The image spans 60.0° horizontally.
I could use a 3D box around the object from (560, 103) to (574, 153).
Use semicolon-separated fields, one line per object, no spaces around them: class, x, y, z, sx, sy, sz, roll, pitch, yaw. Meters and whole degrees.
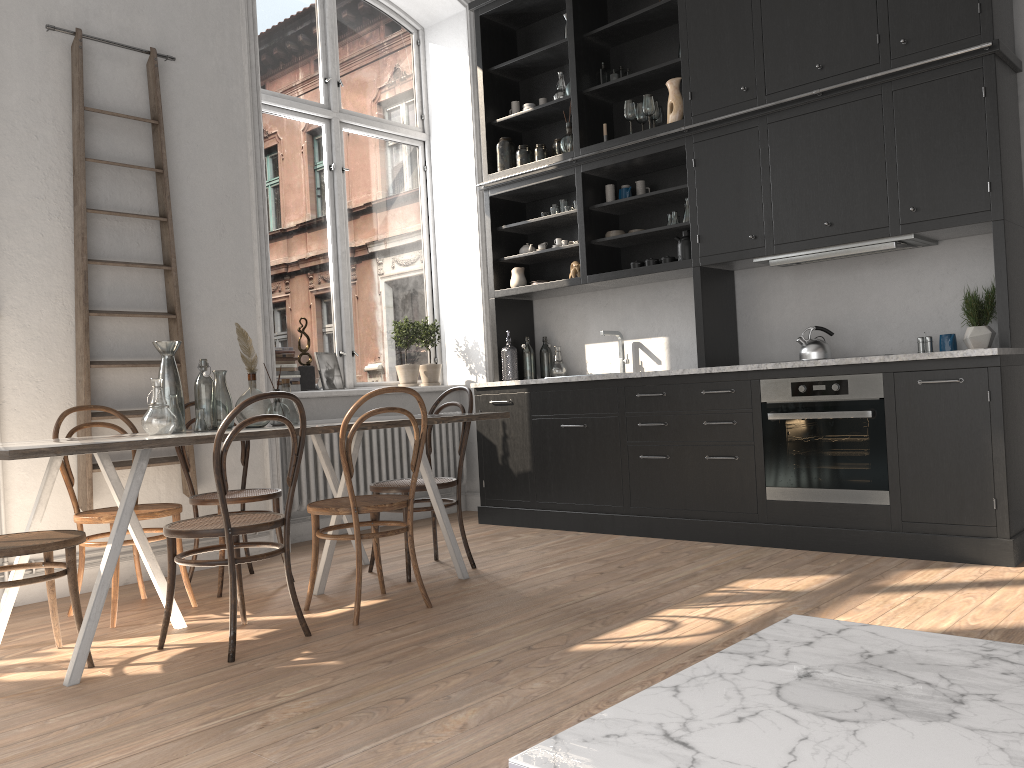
object;0.368;-1.653;5.716;0.134;0.357;0.134;-3;0;-3

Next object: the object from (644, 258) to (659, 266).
object;0.847;-0.732;5.355;0.104;0.059;0.088;-3;0;21

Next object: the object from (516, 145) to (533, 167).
object;0.084;-1.533;6.016;0.114;0.155;0.114;-3;0;-44

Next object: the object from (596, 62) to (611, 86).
object;0.587;-1.963;5.673;0.084;0.199;0.065;-3;0;-26

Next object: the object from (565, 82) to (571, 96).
object;0.402;-2.023;5.781;0.123;0.340;0.118;-3;0;-29

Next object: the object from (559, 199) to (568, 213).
object;0.346;-1.167;5.889;0.060;0.107;0.060;-3;0;-20

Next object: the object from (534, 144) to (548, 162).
object;0.196;-1.536;5.988;0.096;0.150;0.096;-3;0;31

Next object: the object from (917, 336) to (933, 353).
object;2.100;-0.207;4.508;0.040;0.116;0.080;-3;0;-43

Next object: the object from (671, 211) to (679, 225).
object;0.975;-0.984;5.306;0.058;0.094;0.058;-3;0;-9

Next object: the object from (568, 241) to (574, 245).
object;0.402;-0.925;5.887;0.049;0.041;0.056;-3;0;15

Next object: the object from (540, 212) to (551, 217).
object;0.228;-1.130;5.988;0.071;0.047;0.071;-3;0;-10

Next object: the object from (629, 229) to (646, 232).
object;0.799;-0.958;5.640;0.112;0.036;0.112;-3;-1;-5

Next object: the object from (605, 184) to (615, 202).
object;0.630;-1.199;5.669;0.059;0.135;0.082;-3;0;10

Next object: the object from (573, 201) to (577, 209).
object;0.431;-1.154;5.771;0.064;0.069;0.064;-3;0;35

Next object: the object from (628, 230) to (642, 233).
object;0.800;-0.950;5.640;0.124;0.036;0.123;-3;-1;30

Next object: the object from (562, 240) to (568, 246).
object;0.346;-0.924;5.881;0.049;0.054;0.039;-3;0;-22

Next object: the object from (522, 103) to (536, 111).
object;0.121;-1.881;6.134;0.096;0.095;0.096;-3;0;-14

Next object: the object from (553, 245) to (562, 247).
object;0.317;-0.915;5.935;0.085;0.016;0.085;-3;-1;-16

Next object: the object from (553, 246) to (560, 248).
object;0.317;-0.908;5.936;0.085;0.015;0.085;-3;-1;29

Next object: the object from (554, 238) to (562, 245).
object;0.311;-0.946;5.941;0.039;0.055;0.049;-3;0;-27

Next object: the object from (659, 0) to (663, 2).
object;0.956;-2.315;5.370;0.055;0.121;0.167;-3;0;-23

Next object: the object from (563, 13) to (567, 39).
object;0.377;-2.333;5.890;0.070;0.231;0.067;-3;0;39

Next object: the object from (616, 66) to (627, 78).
object;0.707;-1.957;5.714;0.065;0.177;0.084;-3;0;-26

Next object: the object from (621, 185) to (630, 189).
object;0.726;-1.205;5.695;0.082;0.135;0.059;-3;0;-20

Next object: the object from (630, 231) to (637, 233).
object;0.800;-0.942;5.640;0.132;0.038;0.132;-3;-1;0

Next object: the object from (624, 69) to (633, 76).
object;0.738;-1.932;5.610;0.044;0.121;0.058;-3;0;-21

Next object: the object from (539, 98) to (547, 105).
object;0.223;-1.906;6.137;0.059;0.135;0.082;-3;0;-25

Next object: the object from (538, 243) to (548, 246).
object;0.206;-0.942;6.046;0.055;0.047;0.058;-3;0;-33

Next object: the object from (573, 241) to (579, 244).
object;0.426;-0.931;5.877;0.048;0.041;0.058;-3;0;20

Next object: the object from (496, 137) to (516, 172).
object;-0.037;-1.567;6.097;0.118;0.238;0.118;-3;0;28

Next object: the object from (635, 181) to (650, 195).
object;0.825;-1.211;5.597;0.082;0.135;0.059;-3;0;25

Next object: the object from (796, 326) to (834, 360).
object;1.631;-0.221;4.782;0.171;0.186;0.171;-3;0;-37

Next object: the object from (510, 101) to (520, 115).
object;0.024;-1.895;6.189;0.059;0.135;0.082;-3;0;-20

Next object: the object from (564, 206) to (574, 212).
object;0.377;-1.140;5.825;0.071;0.047;0.071;-3;0;-10

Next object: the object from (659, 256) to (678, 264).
object;0.935;-0.737;5.303;0.104;0.059;0.088;-3;-1;-39

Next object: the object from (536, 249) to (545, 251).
object;0.208;-0.908;6.047;0.085;0.017;0.085;-4;-1;38

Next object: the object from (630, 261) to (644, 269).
object;0.768;-0.727;5.436;0.104;0.059;0.088;-3;-1;31

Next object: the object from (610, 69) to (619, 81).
object;0.647;-1.928;5.605;0.053;0.125;0.041;-3;0;9

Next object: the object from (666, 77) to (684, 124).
object;0.956;-1.645;5.193;0.094;0.267;0.116;-3;0;-6

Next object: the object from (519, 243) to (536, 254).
object;0.109;-0.930;6.173;0.125;0.100;0.140;-3;0;24

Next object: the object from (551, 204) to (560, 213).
object;0.299;-1.163;6.022;0.060;0.107;0.060;-3;0;10

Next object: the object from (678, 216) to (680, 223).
object;1.018;-0.985;5.461;0.058;0.094;0.058;-3;0;19

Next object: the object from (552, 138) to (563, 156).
object;0.324;-1.561;6.000;0.092;0.184;0.092;-3;0;-33

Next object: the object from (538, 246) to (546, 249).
object;0.207;-0.922;6.046;0.056;0.033;0.058;-3;-1;17

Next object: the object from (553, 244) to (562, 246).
object;0.315;-0.921;5.937;0.085;0.016;0.085;-3;-1;-7

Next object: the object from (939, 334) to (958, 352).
object;2.170;-0.201;4.415;0.082;0.093;0.140;-3;0;32

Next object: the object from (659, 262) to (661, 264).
object;0.907;-0.734;5.487;0.088;0.059;0.104;-3;-1;-19

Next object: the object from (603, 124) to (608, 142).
object;0.591;-1.568;5.602;0.123;0.161;0.123;-3;0;-39

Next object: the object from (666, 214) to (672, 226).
object;0.960;-0.983;5.377;0.058;0.094;0.058;-3;0;-9

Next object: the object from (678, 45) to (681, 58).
object;1.053;-2.019;5.340;0.110;0.255;0.100;-3;0;7

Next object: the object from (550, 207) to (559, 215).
object;0.285;-1.144;5.928;0.064;0.069;0.064;-3;0;0

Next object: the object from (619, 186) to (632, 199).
object;0.714;-1.184;5.588;0.082;0.093;0.140;-3;0;7

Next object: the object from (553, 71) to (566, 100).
object;0.333;-1.957;5.891;0.132;0.219;0.132;-3;0;16

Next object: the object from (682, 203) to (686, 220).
object;1.064;-1.020;5.384;0.083;0.158;0.083;-3;0;-37

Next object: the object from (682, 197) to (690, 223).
object;1.045;-1.020;5.243;0.083;0.158;0.083;-3;0;26
